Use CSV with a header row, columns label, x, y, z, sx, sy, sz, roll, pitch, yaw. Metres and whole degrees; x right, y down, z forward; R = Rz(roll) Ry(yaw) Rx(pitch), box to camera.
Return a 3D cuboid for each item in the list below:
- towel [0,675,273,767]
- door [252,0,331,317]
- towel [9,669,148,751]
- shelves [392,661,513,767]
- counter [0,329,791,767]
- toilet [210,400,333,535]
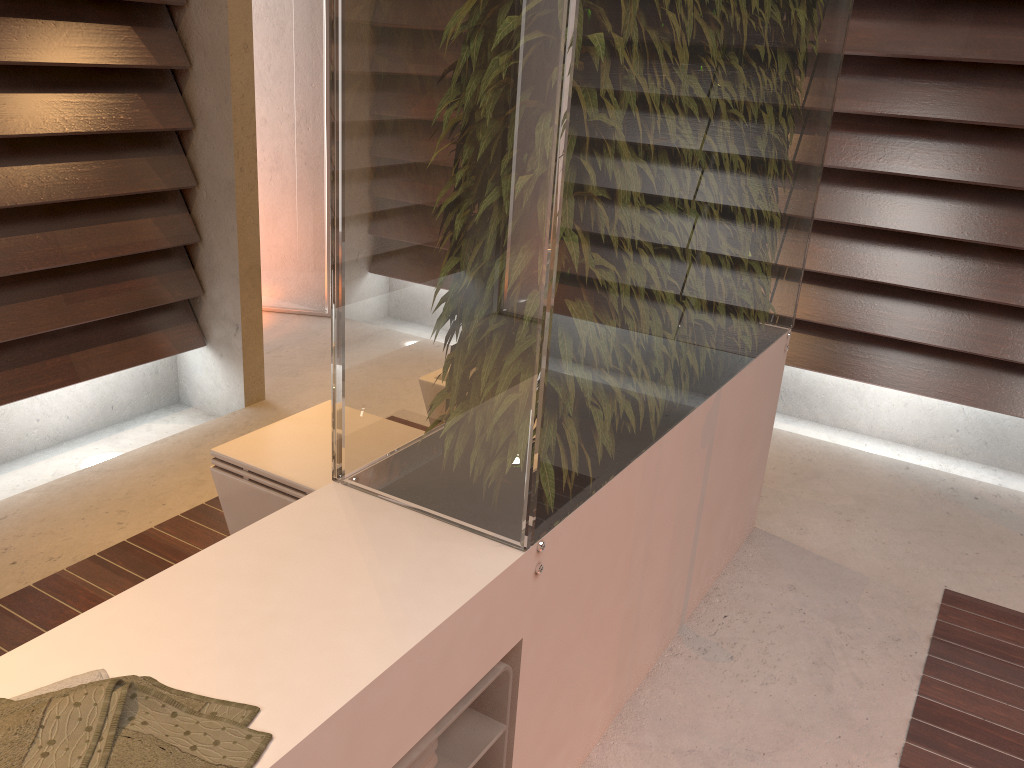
label,x,y,z,sx,sy,sz,roll,pitch,yaw
towel,-0.504,0.339,0.773,0.571,0.057,0.258,-3,21,-18
door,-1.403,-1.235,3.779,0.903,2.000,1.007,15,23,28
towel,-0.521,0.363,0.747,0.394,0.027,0.202,-12,26,-37
shelves,-0.293,0.623,1.253,0.368,0.436,0.487,15,23,28
counter,-0.166,0.451,1.379,0.350,0.686,2.931,15,23,28
toilet,-0.332,0.323,1.888,0.468,0.400,0.357,15,23,28
